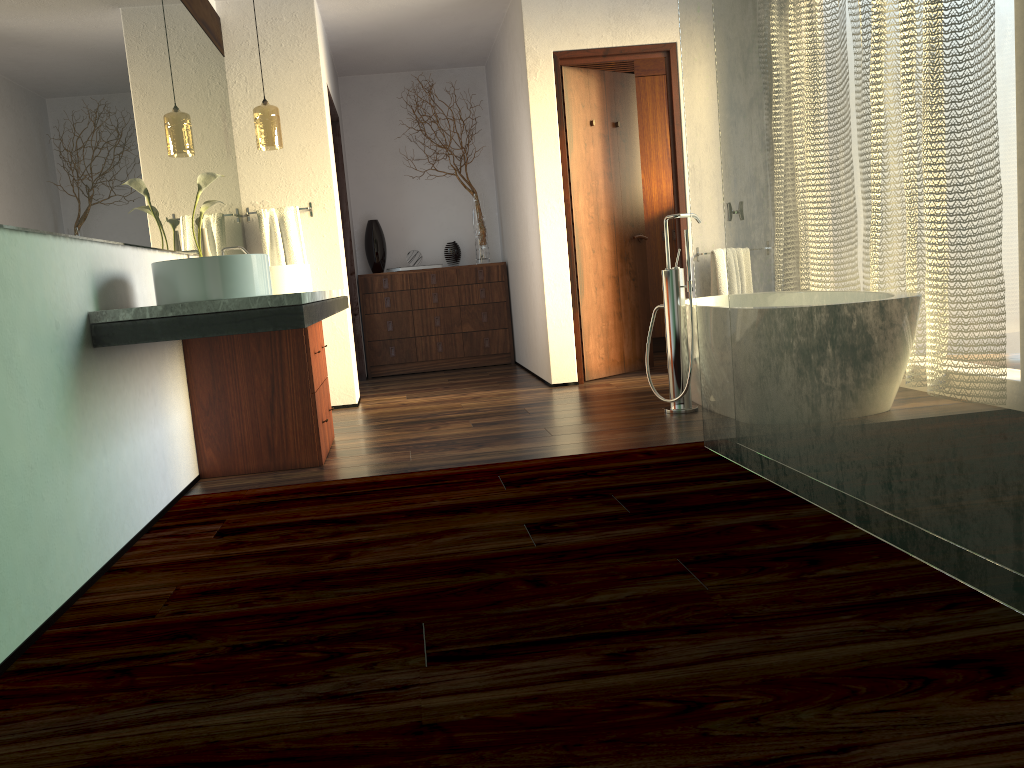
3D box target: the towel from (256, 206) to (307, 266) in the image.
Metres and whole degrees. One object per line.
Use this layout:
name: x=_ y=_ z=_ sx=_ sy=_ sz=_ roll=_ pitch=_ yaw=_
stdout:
towel: x=-1.287 y=-0.683 z=5.026 sx=0.261 sy=0.636 sz=0.159 roll=-3 pitch=7 yaw=13

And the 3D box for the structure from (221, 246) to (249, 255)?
structure: x=-1.282 y=-0.515 z=4.095 sx=0.164 sy=0.242 sz=0.066 roll=-5 pitch=7 yaw=-1

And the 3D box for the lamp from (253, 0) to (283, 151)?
lamp: x=-1.336 y=-1.695 z=4.709 sx=0.142 sy=0.867 sz=0.135 roll=0 pitch=8 yaw=37

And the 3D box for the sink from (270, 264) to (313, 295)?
sink: x=-1.119 y=-0.480 z=4.141 sx=0.350 sy=0.130 sz=0.364 roll=-9 pitch=8 yaw=-28

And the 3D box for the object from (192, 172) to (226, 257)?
object: x=-1.253 y=-0.589 z=3.607 sx=0.184 sy=0.504 sz=0.248 roll=-8 pitch=8 yaw=-27

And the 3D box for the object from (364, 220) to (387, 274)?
object: x=-1.072 y=-1.077 z=6.954 sx=0.171 sy=0.417 sz=0.169 roll=-4 pitch=7 yaw=7

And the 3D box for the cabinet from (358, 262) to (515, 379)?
cabinet: x=-0.602 y=-0.511 z=7.012 sx=1.135 sy=0.800 sz=0.404 roll=-6 pitch=7 yaw=-4

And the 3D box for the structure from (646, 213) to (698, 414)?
structure: x=0.732 y=-0.321 z=4.077 sx=0.283 sy=0.897 sz=0.239 roll=0 pitch=8 yaw=34

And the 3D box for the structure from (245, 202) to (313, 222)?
structure: x=-1.330 y=-0.985 z=5.051 sx=0.368 sy=0.088 sz=0.103 roll=-6 pitch=7 yaw=-4

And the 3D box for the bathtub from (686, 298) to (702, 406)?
bathtub: x=1.220 y=-0.151 z=4.046 sx=0.761 sy=0.485 sz=1.628 roll=-6 pitch=7 yaw=-7

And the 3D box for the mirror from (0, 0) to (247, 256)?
mirror: x=-1.318 y=-1.042 z=3.027 sx=0.017 sy=1.152 sz=4.099 roll=-6 pitch=7 yaw=-7

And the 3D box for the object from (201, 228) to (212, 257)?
object: x=-1.223 y=-0.502 z=3.699 sx=0.244 sy=0.305 sz=0.118 roll=-2 pitch=7 yaw=22

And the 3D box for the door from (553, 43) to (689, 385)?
door: x=0.648 y=-1.019 z=5.492 sx=0.727 sy=1.946 sz=0.466 roll=-5 pitch=7 yaw=-5

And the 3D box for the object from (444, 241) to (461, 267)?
object: x=-0.469 y=-1.029 z=7.006 sx=0.142 sy=0.200 sz=0.135 roll=1 pitch=9 yaw=38

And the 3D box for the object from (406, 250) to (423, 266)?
object: x=-0.769 y=-0.992 z=6.988 sx=0.130 sy=0.131 sz=0.132 roll=-6 pitch=7 yaw=-10

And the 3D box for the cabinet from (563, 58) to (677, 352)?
cabinet: x=0.838 y=-1.405 z=6.766 sx=1.477 sy=2.362 sz=0.360 roll=-5 pitch=7 yaw=-4

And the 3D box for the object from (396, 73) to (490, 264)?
object: x=-0.554 y=-1.631 z=6.822 sx=0.845 sy=1.449 sz=0.714 roll=0 pitch=9 yaw=38

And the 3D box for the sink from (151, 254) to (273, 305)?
sink: x=-0.946 y=-0.330 z=2.803 sx=0.357 sy=0.130 sz=0.358 roll=-6 pitch=7 yaw=-3

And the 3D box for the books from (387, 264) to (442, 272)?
books: x=-0.716 y=-0.920 z=7.007 sx=0.487 sy=0.034 sz=0.252 roll=-9 pitch=8 yaw=-30

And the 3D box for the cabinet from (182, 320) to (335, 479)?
cabinet: x=-1.057 y=0.020 z=3.834 sx=0.510 sy=0.599 sz=0.662 roll=-6 pitch=7 yaw=-6

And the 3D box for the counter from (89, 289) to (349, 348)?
counter: x=-1.024 y=-0.304 z=3.598 sx=0.585 sy=0.101 sz=2.270 roll=-6 pitch=7 yaw=-6
